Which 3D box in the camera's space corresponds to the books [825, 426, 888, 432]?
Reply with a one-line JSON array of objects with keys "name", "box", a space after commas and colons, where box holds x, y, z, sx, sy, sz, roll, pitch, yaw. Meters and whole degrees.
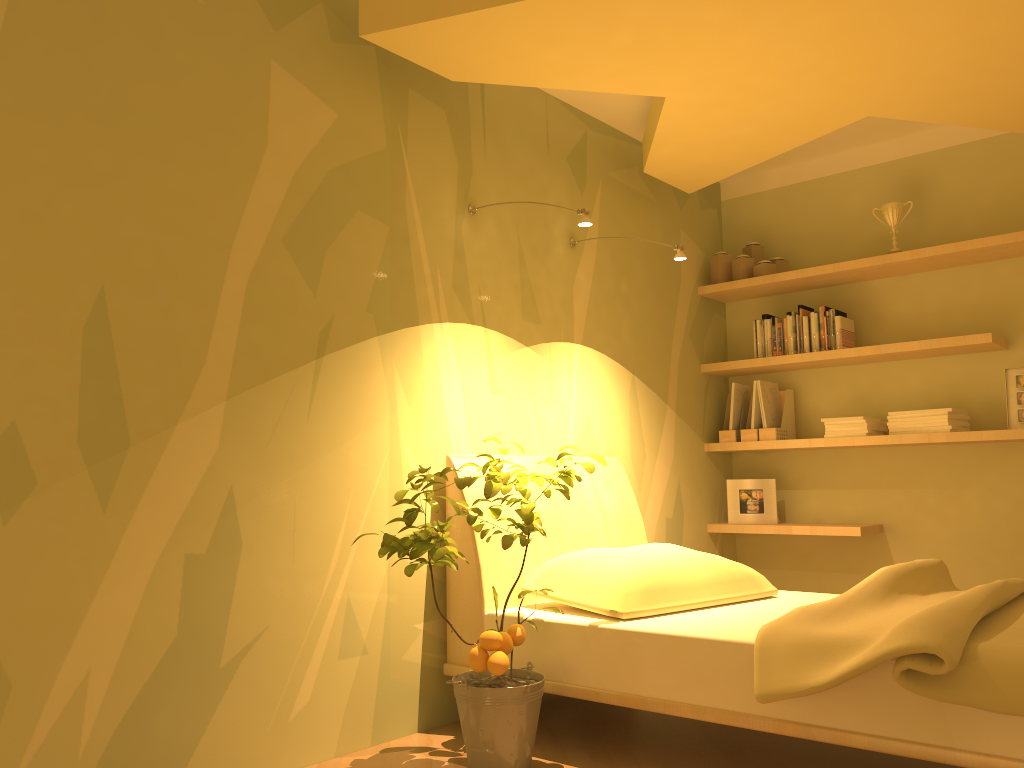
[{"name": "books", "box": [1.601, 0.214, 4.117, 0.190, 0.015, 0.270, -7, -9, 41]}]

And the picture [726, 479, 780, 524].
[{"name": "picture", "box": [1.194, 0.583, 4.403, 0.247, 0.219, 0.131, -3, -7, 18]}]

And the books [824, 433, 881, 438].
[{"name": "books", "box": [1.593, 0.244, 4.117, 0.190, 0.015, 0.270, -6, -8, 39]}]

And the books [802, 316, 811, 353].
[{"name": "books", "box": [1.445, -0.224, 4.271, 0.032, 0.184, 0.173, -6, -8, 40]}]

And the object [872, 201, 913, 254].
[{"name": "object", "box": [1.759, -0.695, 4.082, 0.160, 0.268, 0.095, -2, -7, 11]}]

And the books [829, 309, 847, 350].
[{"name": "books", "box": [1.546, -0.243, 4.198, 0.032, 0.203, 0.157, -6, -8, 40]}]

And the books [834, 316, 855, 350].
[{"name": "books", "box": [1.563, -0.227, 4.167, 0.032, 0.163, 0.178, -6, -8, 40]}]

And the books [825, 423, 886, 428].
[{"name": "books", "box": [1.596, 0.198, 4.115, 0.190, 0.015, 0.270, -6, -8, 39]}]

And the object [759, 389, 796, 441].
[{"name": "object", "box": [1.303, 0.154, 4.365, 0.087, 0.259, 0.236, -6, -8, 40]}]

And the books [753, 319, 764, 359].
[{"name": "books", "box": [1.259, -0.211, 4.440, 0.040, 0.203, 0.157, -6, -8, 40]}]

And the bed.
[{"name": "bed", "box": [1.000, 0.617, 2.557, 2.378, 0.894, 1.286, -6, -8, 40]}]

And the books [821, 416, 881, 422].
[{"name": "books", "box": [1.578, 0.170, 4.125, 0.190, 0.015, 0.270, -6, -8, 38]}]

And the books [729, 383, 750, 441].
[{"name": "books", "box": [1.151, 0.151, 4.495, 0.048, 0.297, 0.214, -5, -8, 35]}]

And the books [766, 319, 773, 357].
[{"name": "books", "box": [1.307, -0.214, 4.399, 0.022, 0.198, 0.157, -6, -8, 40]}]

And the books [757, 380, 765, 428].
[{"name": "books", "box": [1.278, 0.136, 4.382, 0.036, 0.296, 0.210, -6, -8, 40]}]

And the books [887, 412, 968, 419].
[{"name": "books", "box": [1.839, 0.143, 3.928, 0.190, 0.015, 0.270, 4, -8, -39]}]

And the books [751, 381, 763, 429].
[{"name": "books", "box": [1.246, 0.140, 4.412, 0.048, 0.297, 0.214, -6, -8, 40]}]

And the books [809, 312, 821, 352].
[{"name": "books", "box": [1.477, -0.236, 4.255, 0.040, 0.203, 0.157, -6, -8, 40]}]

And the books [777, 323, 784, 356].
[{"name": "books", "box": [1.348, -0.206, 4.363, 0.021, 0.172, 0.157, -6, -8, 40]}]

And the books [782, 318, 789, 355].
[{"name": "books", "box": [1.372, -0.218, 4.352, 0.032, 0.193, 0.146, -6, -8, 40]}]

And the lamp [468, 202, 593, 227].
[{"name": "lamp", "box": [0.056, -0.592, 3.080, 0.533, 0.178, 0.050, -6, -8, 40]}]

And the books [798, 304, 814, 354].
[{"name": "books", "box": [1.430, -0.252, 4.298, 0.021, 0.247, 0.157, -6, -8, 40]}]

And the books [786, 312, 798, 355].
[{"name": "books", "box": [1.391, -0.233, 4.323, 0.038, 0.217, 0.166, -6, -8, 40]}]

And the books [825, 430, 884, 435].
[{"name": "books", "box": [1.593, 0.229, 4.118, 0.190, 0.015, 0.270, -6, -8, 37]}]

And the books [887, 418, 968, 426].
[{"name": "books", "box": [1.829, 0.171, 3.908, 0.190, 0.015, 0.270, 4, -8, -39]}]

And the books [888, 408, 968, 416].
[{"name": "books", "box": [1.836, 0.127, 3.916, 0.190, 0.015, 0.270, 5, -9, -44]}]

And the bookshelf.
[{"name": "bookshelf", "box": [2.049, 0.021, 3.745, 2.605, 1.240, 0.300, -6, -8, 40]}]

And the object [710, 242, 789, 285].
[{"name": "object", "box": [1.207, -0.618, 4.517, 0.349, 0.229, 0.234, -7, -9, 41]}]

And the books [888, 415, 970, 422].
[{"name": "books", "box": [1.834, 0.156, 3.904, 0.190, 0.015, 0.270, 4, -8, -36]}]

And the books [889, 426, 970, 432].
[{"name": "books", "box": [1.837, 0.201, 3.907, 0.190, 0.015, 0.270, 5, -9, -42]}]

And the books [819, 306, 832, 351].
[{"name": "books", "box": [1.511, -0.251, 4.241, 0.032, 0.229, 0.138, -6, -8, 40]}]

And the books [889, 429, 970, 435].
[{"name": "books", "box": [1.837, 0.216, 3.905, 0.190, 0.015, 0.270, 4, -8, -39]}]

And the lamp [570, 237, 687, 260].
[{"name": "lamp", "box": [0.457, -0.546, 3.548, 0.533, 0.178, 0.050, -6, -8, 40]}]

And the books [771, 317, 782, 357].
[{"name": "books", "box": [1.328, -0.219, 4.382, 0.032, 0.203, 0.157, -6, -8, 40]}]

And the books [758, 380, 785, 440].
[{"name": "books", "box": [1.287, 0.135, 4.380, 0.043, 0.296, 0.210, -6, -8, 40]}]

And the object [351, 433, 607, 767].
[{"name": "object", "box": [-0.073, 0.592, 2.418, 0.372, 0.944, 0.828, -5, -8, 33]}]

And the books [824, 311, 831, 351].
[{"name": "books", "box": [1.525, -0.238, 4.215, 0.022, 0.198, 0.157, -6, -8, 40]}]

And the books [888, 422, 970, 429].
[{"name": "books", "box": [1.832, 0.186, 3.901, 0.190, 0.015, 0.270, 4, -8, -37]}]

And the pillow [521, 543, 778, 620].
[{"name": "pillow", "box": [0.477, 0.662, 3.014, 0.801, 0.213, 0.482, 4, -8, -39]}]

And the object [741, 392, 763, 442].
[{"name": "object", "box": [1.230, 0.162, 4.427, 0.087, 0.259, 0.236, -6, -8, 40]}]

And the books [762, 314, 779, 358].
[{"name": "books", "box": [1.292, -0.226, 4.426, 0.032, 0.229, 0.138, -6, -8, 40]}]

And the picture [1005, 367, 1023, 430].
[{"name": "picture", "box": [2.160, 0.065, 3.714, 0.134, 0.264, 0.171, -6, -8, 39]}]

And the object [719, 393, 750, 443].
[{"name": "object", "box": [1.133, 0.173, 4.507, 0.087, 0.259, 0.236, -5, -8, 35]}]

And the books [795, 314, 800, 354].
[{"name": "books", "box": [1.416, -0.229, 4.309, 0.017, 0.203, 0.155, -6, -8, 40]}]

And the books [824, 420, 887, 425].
[{"name": "books", "box": [1.600, 0.184, 4.123, 0.190, 0.015, 0.270, -7, -9, 42]}]
